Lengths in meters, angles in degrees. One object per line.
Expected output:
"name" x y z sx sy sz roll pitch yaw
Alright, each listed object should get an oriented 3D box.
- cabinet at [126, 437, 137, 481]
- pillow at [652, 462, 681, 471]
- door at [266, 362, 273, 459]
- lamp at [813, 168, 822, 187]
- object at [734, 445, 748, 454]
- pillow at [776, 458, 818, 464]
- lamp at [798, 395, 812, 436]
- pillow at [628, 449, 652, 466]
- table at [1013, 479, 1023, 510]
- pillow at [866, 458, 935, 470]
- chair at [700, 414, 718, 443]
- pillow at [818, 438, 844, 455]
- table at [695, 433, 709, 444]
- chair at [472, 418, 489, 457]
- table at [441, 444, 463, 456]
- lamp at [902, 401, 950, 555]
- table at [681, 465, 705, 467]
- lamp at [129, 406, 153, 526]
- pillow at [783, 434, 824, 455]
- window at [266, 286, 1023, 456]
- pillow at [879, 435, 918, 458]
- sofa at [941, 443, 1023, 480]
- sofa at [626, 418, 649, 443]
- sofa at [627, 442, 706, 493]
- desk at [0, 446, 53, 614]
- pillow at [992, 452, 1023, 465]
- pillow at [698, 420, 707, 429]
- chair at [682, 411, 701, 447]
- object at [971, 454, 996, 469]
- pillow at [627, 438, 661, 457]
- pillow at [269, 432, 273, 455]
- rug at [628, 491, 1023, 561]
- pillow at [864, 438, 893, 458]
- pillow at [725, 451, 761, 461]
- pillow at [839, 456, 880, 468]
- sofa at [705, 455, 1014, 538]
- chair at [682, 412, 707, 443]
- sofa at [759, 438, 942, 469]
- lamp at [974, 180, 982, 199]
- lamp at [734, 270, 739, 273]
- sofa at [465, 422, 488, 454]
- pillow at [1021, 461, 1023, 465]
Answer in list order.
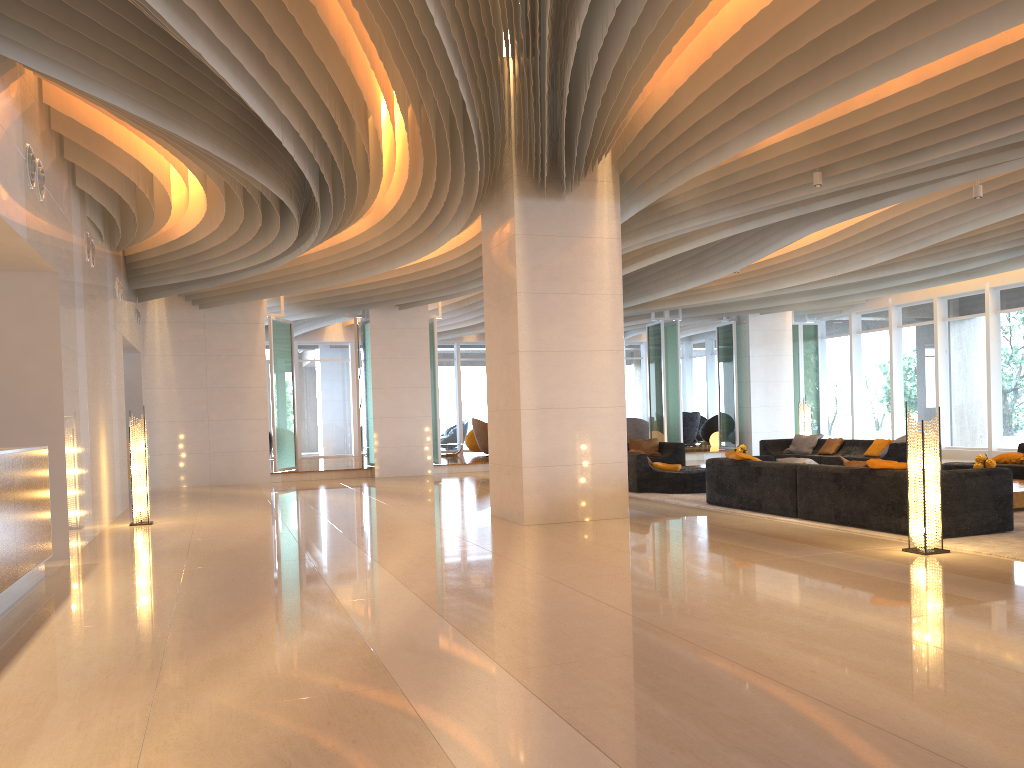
"cabinet" -6.344 1.193 14.079 0.565 0.662 1.495 -2 -2 -19
"pillow" 2.297 1.222 13.134 0.407 0.136 0.420 -2 -2 15
"door" -6.901 0.754 25.152 1.474 2.773 0.059 -2 1 -20
"lamp" 3.193 -2.835 9.309 0.090 1.507 0.088 -2 1 -28
"object" 3.926 1.209 15.205 0.234 0.377 0.267 -2 0 13
"pillow" 3.222 1.002 9.772 0.424 0.377 0.581 -2 -1 -17
"lamp" 5.981 0.950 18.072 0.253 1.452 0.247 -2 1 -19
"pillow" 1.972 1.136 13.344 0.332 0.311 0.420 -2 -1 -17
"table" 5.458 1.266 10.181 1.617 0.220 1.584 -1 -2 -19
"pillow" 3.676 0.867 8.166 0.556 0.378 0.628 -1 -2 -41
"chair" 6.310 1.289 26.358 1.531 1.006 1.126 -1 -1 -17
"pillow" 5.829 1.141 16.209 0.325 0.312 0.403 -2 -1 -21
"table" 6.079 1.677 27.330 1.087 0.318 0.812 -1 -2 -13
"chair" -0.440 1.350 22.607 1.143 1.006 1.508 -2 -1 -11
"table" -1.844 1.785 23.844 1.087 0.318 0.812 -1 -2 -13
"lamp" 3.261 0.731 7.016 0.253 1.199 0.247 -2 1 -19
"table" 3.848 1.503 15.024 1.617 0.220 1.584 -1 -2 -19
"lamp" -4.556 0.993 10.837 0.253 1.452 0.247 -2 1 -19
"pillow" 5.580 1.151 17.005 0.556 0.378 0.628 -1 -2 -41
"window" 8.691 -0.422 13.811 53.605 3.222 22.501 -3 -3 36
"pillow" 6.386 1.032 14.580 0.546 0.378 0.639 -2 -1 3
"sofa" 7.235 1.062 11.072 1.366 0.583 4.099 -1 -2 -20
"sofa" 2.749 1.369 24.252 2.525 0.901 1.126 -3 -1 30
"sofa" 2.525 1.329 15.142 2.854 0.653 5.036 -1 -2 -19
"desk" -3.149 0.883 3.949 0.907 1.050 6.602 -2 -2 -18
"pillow" 6.927 1.045 12.355 0.442 0.193 0.595 -3 -2 36
"pillow" 6.029 1.282 28.373 0.501 0.409 0.466 -2 -1 8
"chair" 4.796 1.299 25.420 1.117 1.006 1.543 -2 -1 44
"object" 5.333 0.965 10.029 0.236 0.377 0.266 -2 0 3
"pillow" 2.610 1.261 17.492 0.637 0.378 0.548 -2 -1 3
"pillow" -5.988 1.395 19.354 1.535 1.006 1.123 -1 -1 -22
"rug" 5.362 1.394 10.488 5.569 0.022 16.054 -1 -2 -19
"pillow" 6.212 1.084 15.057 0.325 0.312 0.404 -2 -1 -17
"pillow" 2.870 0.985 10.591 0.546 0.378 0.639 -2 -1 3
"pillow" 3.545 0.916 8.795 0.448 0.410 0.595 -2 -1 -17
"sofa" 3.407 1.116 9.428 0.951 0.582 3.738 -1 -2 -19
"chair" 5.684 1.383 28.281 1.524 1.006 1.132 -2 -1 -7
"sofa" 5.861 1.286 15.749 0.951 0.582 3.738 -1 -2 -19
"lamp" 5.278 -2.869 10.071 0.087 1.507 0.090 -1 2 44
"lamp" 3.769 -2.633 14.963 0.088 1.507 0.090 -1 1 26
"sofa" -0.082 1.477 24.803 2.598 0.901 1.094 -1 -1 -30
"pillow" 7.190 0.964 11.901 0.466 0.417 0.658 -2 -1 -19
